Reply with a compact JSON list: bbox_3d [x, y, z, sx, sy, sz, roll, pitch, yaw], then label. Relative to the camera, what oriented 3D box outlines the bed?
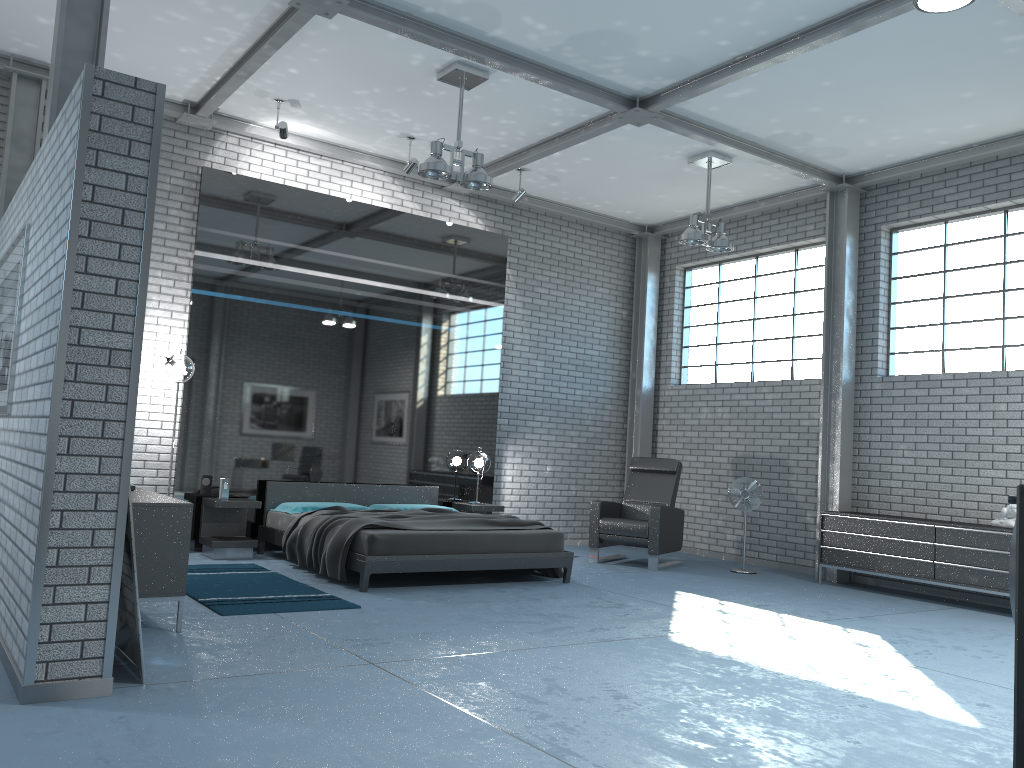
[{"bbox_3d":[-0.837,1.295,7.847,2.290,0.674,2.261,6,-5,-35],"label":"bed"}]

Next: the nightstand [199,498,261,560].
[{"bbox_3d":[-2.495,1.273,7.831,0.400,0.501,0.400,6,-5,-35],"label":"nightstand"}]

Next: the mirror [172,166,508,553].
[{"bbox_3d":[-1.547,-0.091,8.942,3.400,3.500,0.050,6,-5,-35],"label":"mirror"}]

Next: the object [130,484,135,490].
[{"bbox_3d":[-2.558,0.534,5.536,0.369,0.237,0.221,2,-5,20],"label":"object"}]

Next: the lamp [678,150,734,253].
[{"bbox_3d":[1.881,-1.749,8.502,0.639,0.872,0.300,6,-5,-35],"label":"lamp"}]

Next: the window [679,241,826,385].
[{"bbox_3d":[2.791,-0.742,10.196,0.100,1.500,2.200,6,-5,-35],"label":"window"}]

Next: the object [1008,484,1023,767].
[{"bbox_3d":[0.560,0.616,0.730,0.159,1.045,0.254,8,-6,-45],"label":"object"}]

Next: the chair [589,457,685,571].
[{"bbox_3d":[1.348,1.309,9.236,0.763,1.099,0.940,1,-5,30],"label":"chair"}]

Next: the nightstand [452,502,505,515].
[{"bbox_3d":[-0.368,1.514,9.307,0.400,0.501,0.400,6,-5,-35],"label":"nightstand"}]

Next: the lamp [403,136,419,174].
[{"bbox_3d":[-0.984,-2.188,8.505,0.137,0.332,0.167,8,-6,-45],"label":"lamp"}]

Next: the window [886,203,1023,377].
[{"bbox_3d":[4.394,-0.830,7.902,0.100,1.500,2.200,6,-5,-35],"label":"window"}]

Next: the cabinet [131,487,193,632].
[{"bbox_3d":[-2.585,0.993,5.519,0.510,0.682,2.250,6,-5,-35],"label":"cabinet"}]

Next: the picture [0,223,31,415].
[{"bbox_3d":[-3.016,-0.322,5.268,0.020,1.015,1.490,6,-5,-35],"label":"picture"}]

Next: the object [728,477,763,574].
[{"bbox_3d":[2.354,1.417,8.945,0.342,0.954,0.258,2,-5,21],"label":"object"}]

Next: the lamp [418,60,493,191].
[{"bbox_3d":[-0.410,-2.009,6.913,0.639,0.872,0.300,6,-5,-35],"label":"lamp"}]

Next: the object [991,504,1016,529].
[{"bbox_3d":[4.083,1.051,7.178,0.151,0.244,0.496,4,-5,-10],"label":"object"}]

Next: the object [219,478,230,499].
[{"bbox_3d":[-2.542,0.926,7.842,0.032,0.184,0.100,1,-5,23],"label":"object"}]

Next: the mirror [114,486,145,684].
[{"bbox_3d":[-1.763,0.771,3.974,0.165,0.978,0.674,6,-5,-35],"label":"mirror"}]

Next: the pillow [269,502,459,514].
[{"bbox_3d":[-1.358,1.200,8.473,1.810,0.115,0.567,6,-5,-35],"label":"pillow"}]

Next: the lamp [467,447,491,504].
[{"bbox_3d":[-0.355,0.967,9.426,0.259,0.596,0.250,6,-5,-26],"label":"lamp"}]

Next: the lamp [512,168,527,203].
[{"bbox_3d":[0.071,-2.063,9.237,0.161,0.343,0.137,1,-5,25],"label":"lamp"}]

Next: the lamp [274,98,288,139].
[{"bbox_3d":[-2.025,-2.318,7.768,0.137,0.311,0.166,4,-5,-10],"label":"lamp"}]

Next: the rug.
[{"bbox_3d":[-1.931,1.434,6.311,0.886,0.012,2.060,6,-5,-35],"label":"rug"}]

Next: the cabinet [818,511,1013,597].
[{"bbox_3d":[3.746,1.528,7.590,0.510,0.682,2.250,6,-5,-35],"label":"cabinet"}]

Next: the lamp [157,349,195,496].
[{"bbox_3d":[-2.888,0.580,7.525,0.259,1.773,0.250,3,-5,10],"label":"lamp"}]

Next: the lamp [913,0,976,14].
[{"bbox_3d":[1.765,-2.128,3.799,0.639,0.872,0.300,6,-5,-35],"label":"lamp"}]
